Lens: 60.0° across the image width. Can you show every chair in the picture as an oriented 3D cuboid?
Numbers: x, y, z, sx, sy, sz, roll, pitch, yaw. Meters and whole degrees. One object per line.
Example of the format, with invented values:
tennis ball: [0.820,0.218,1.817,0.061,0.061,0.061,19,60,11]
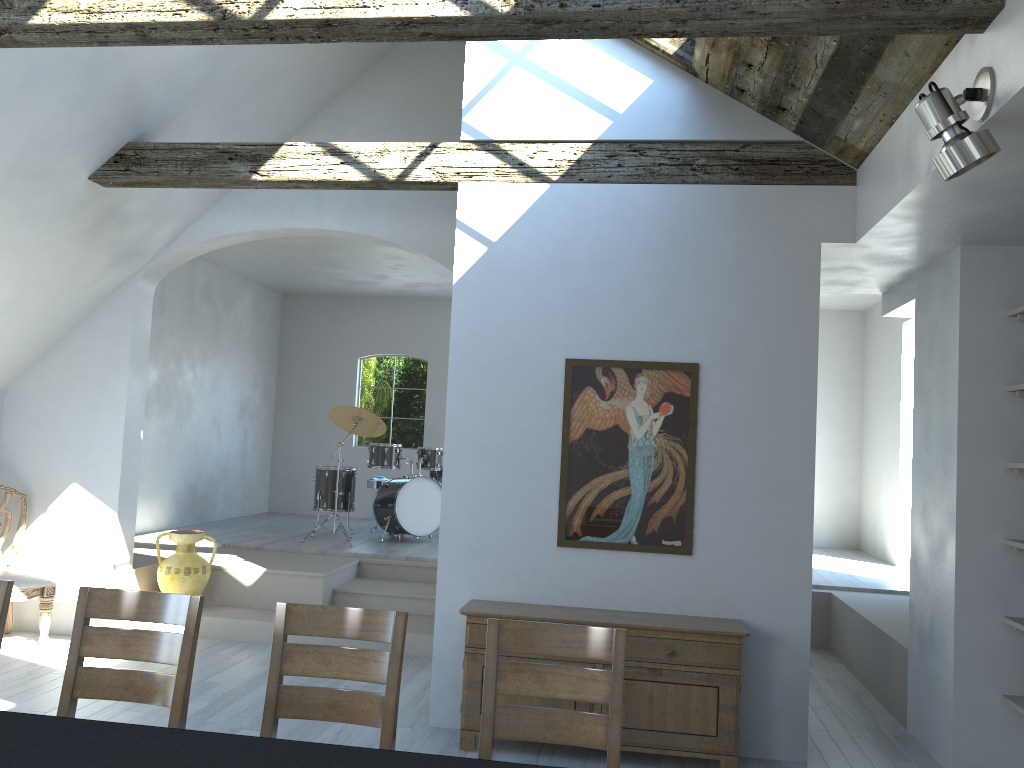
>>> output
chair: [-2.122,1.192,2.993,0.514,1.006,0.605,2,-4,8]
chair: [0.090,1.281,2.677,0.514,1.006,0.605,2,-4,8]
chair: [-0.648,1.251,2.783,0.514,1.006,0.605,2,-4,8]
chair: [-1.385,1.221,2.888,0.514,1.006,0.605,2,-4,8]
chair: [-3.637,1.264,6.314,0.655,1.159,0.552,0,-4,33]

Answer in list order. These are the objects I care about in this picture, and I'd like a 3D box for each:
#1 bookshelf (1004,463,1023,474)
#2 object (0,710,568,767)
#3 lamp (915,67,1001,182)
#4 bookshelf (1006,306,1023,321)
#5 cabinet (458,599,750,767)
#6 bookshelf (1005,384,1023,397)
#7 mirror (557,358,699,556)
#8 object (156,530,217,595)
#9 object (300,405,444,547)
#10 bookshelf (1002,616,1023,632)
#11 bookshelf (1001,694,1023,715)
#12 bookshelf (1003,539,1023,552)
bookshelf: [2.181,0.169,0.737,0.315,0.070,7.825,2,-4,8]
object: [-1.131,1.052,2.060,2.456,0.227,1.073,2,-4,8]
lamp: [1.537,-0.893,3.059,0.265,0.386,0.235,1,-4,30]
bookshelf: [2.221,-0.619,0.789,0.315,0.070,7.825,2,-4,8]
cabinet: [0.459,1.576,4.658,1.481,0.714,0.383,2,-4,8]
bookshelf: [2.201,-0.225,0.763,0.315,0.070,7.825,2,-4,8]
mirror: [0.639,0.393,4.892,0.736,1.047,0.009,2,-4,8]
object: [-2.602,1.479,7.042,0.402,0.605,0.396,6,-5,-35]
object: [-1.303,0.981,9.749,2.354,1.383,1.465,6,-5,-37]
bookshelf: [2.142,0.957,0.685,0.315,0.070,7.825,2,-4,8]
bookshelf: [2.122,1.352,0.659,0.315,0.070,7.825,2,-4,8]
bookshelf: [2.162,0.563,0.711,0.315,0.070,7.825,2,-4,8]
